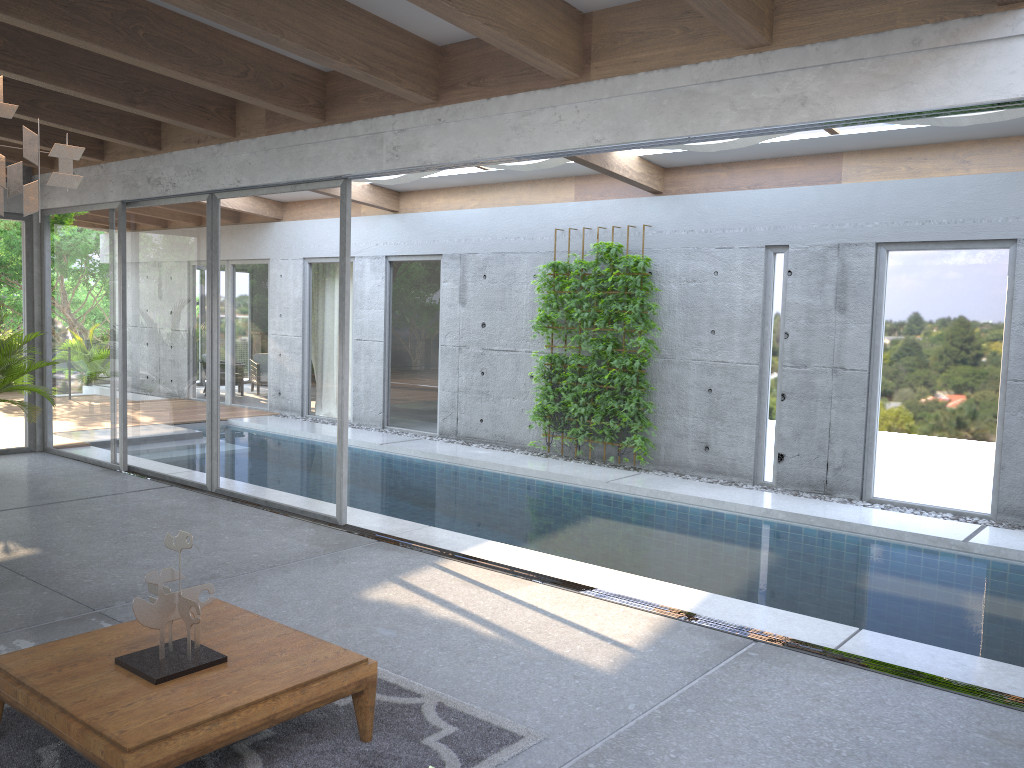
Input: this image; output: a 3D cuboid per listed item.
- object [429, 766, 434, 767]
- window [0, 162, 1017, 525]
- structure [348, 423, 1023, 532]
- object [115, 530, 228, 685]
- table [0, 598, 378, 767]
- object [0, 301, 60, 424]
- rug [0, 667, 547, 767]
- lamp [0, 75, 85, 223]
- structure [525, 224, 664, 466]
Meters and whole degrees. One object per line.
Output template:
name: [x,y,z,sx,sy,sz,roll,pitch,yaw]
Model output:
object: [-0.188,1.135,1.756,0.171,0.750,0.238,-1,5,-30]
window: [-1.091,-0.416,3.089,23.280,3.764,14.294,5,6,39]
structure: [1.589,0.989,9.961,13.673,0.068,0.477,5,6,39]
object: [-1.320,0.812,3.441,0.379,0.518,0.346,5,6,39]
table: [-1.298,1.246,3.481,1.112,0.352,1.048,5,6,39]
object: [-5.323,-0.025,8.759,1.484,1.819,1.798,-3,6,-44]
rug: [-1.699,1.411,3.090,2.187,0.056,3.186,5,6,39]
lamp: [-1.764,-1.119,2.467,0.862,1.400,0.636,1,5,-4]
structure: [2.555,-0.094,6.204,2.739,2.687,10.282,-1,5,-34]
